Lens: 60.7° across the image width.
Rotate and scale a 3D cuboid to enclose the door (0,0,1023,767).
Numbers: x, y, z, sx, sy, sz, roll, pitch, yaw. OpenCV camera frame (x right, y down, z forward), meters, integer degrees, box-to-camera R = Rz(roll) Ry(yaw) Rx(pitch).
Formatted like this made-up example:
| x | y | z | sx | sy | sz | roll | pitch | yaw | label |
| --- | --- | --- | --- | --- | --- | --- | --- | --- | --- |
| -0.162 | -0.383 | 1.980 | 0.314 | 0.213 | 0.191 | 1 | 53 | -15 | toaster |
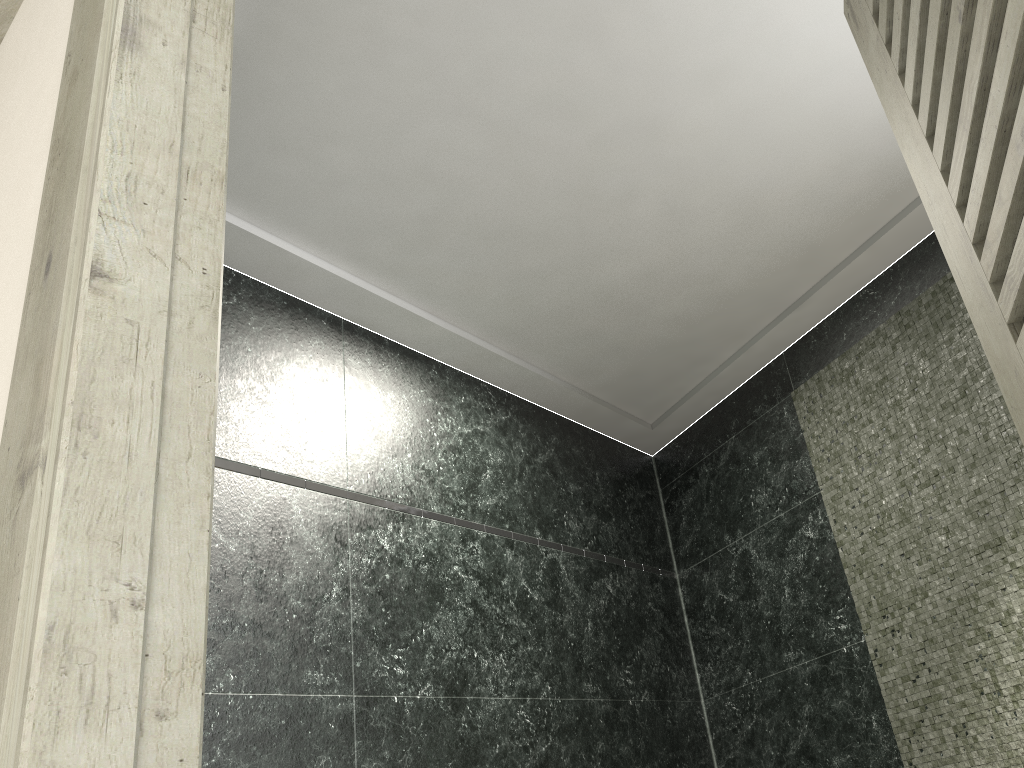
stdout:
| x | y | z | sx | sy | sz | roll | pitch | yaw | label |
| --- | --- | --- | --- | --- | --- | --- | --- | --- | --- |
| 0.384 | 0.224 | 0.721 | 1.123 | 2.497 | 1.405 | 19 | -38 | -41 | door |
